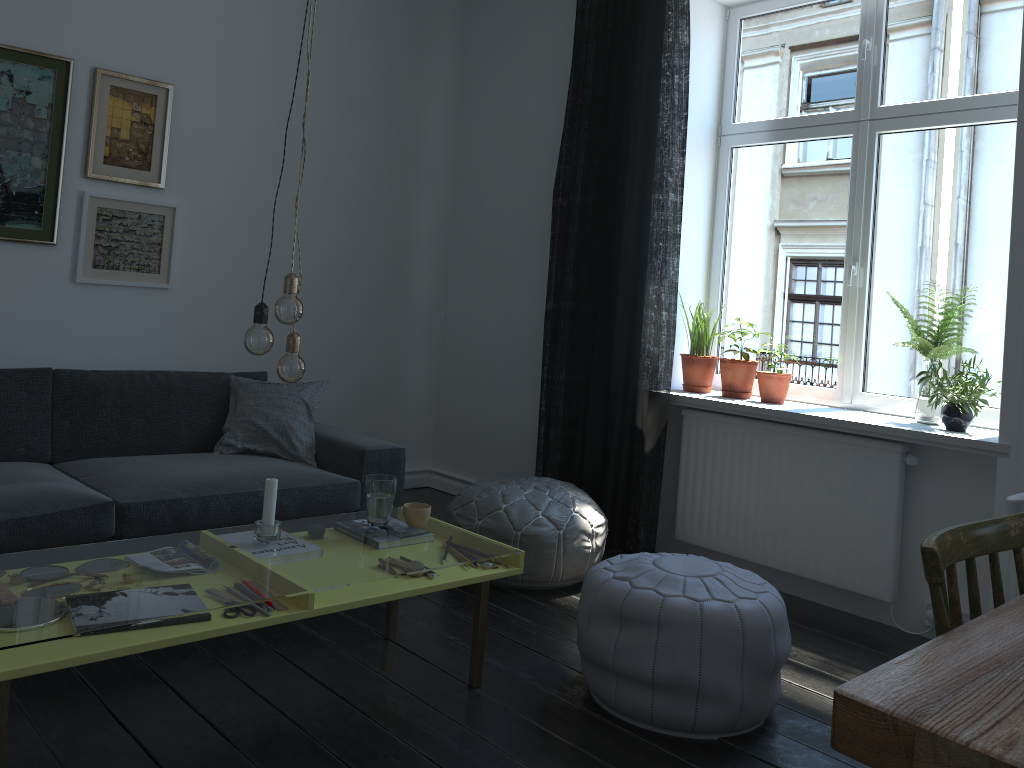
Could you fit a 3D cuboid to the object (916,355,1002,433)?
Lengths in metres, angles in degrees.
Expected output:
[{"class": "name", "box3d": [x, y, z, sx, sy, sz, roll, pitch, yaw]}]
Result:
[{"class": "object", "box3d": [1.686, 0.032, 3.311, 0.284, 0.295, 0.286, 3, 2, -39]}]

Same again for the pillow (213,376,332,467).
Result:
[{"class": "pillow", "box3d": [-1.658, 0.081, 3.423, 2.047, 0.493, 0.480, 1, 3, -39]}]

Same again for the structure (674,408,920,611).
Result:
[{"class": "structure", "box3d": [1.135, 0.485, 3.664, 0.073, 0.629, 1.070, 6, 1, -43]}]

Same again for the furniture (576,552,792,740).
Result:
[{"class": "furniture", "box3d": [0.501, 0.740, 2.597, 0.618, 0.420, 0.607, 7, 4, 41]}]

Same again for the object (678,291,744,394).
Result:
[{"class": "object", "box3d": [0.935, -0.210, 4.268, 0.301, 0.500, 0.332, 4, 0, 30]}]

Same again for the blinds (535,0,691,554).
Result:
[{"class": "blinds", "box3d": [0.460, -0.730, 4.231, 0.111, 2.983, 0.807, 6, -2, -45]}]

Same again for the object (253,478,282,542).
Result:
[{"class": "object", "box3d": [-0.683, 0.350, 2.481, 0.074, 0.174, 0.074, 5, -1, -8]}]

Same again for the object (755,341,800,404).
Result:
[{"class": "object", "box3d": [1.188, -0.052, 3.948, 0.195, 0.278, 0.176, 4, 0, 14]}]

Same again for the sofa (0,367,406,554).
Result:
[{"class": "sofa", "box3d": [-1.651, 0.330, 3.292, 2.364, 0.724, 1.090, 0, 5, -43]}]

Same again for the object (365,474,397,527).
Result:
[{"class": "object", "box3d": [-0.411, 0.362, 2.733, 0.097, 0.146, 0.097, 4, 0, 7]}]

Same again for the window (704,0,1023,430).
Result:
[{"class": "window", "box3d": [1.570, -0.881, 3.969, 0.106, 1.992, 1.576, 6, -1, -43]}]

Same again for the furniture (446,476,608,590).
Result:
[{"class": "furniture", "box3d": [0.058, 0.601, 3.734, 0.676, 0.383, 0.683, 1, 4, -43]}]

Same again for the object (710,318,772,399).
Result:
[{"class": "object", "box3d": [1.068, -0.122, 4.110, 0.233, 0.371, 0.259, 4, 0, -31]}]

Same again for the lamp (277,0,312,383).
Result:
[{"class": "lamp", "box3d": [-0.526, -0.750, 2.344, 0.074, 1.502, 0.089, 5, -2, -19]}]

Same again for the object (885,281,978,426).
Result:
[{"class": "object", "box3d": [1.674, -0.121, 3.504, 0.328, 0.567, 0.392, 4, 0, 10]}]

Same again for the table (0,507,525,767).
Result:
[{"class": "table", "box3d": [-0.691, 0.652, 2.289, 1.396, 0.400, 0.603, 0, 5, -43]}]

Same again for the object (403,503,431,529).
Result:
[{"class": "object", "box3d": [-0.297, 0.412, 2.735, 0.086, 0.067, 0.087, 4, 2, -15]}]

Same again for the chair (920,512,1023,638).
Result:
[{"class": "chair", "box3d": [0.807, 0.649, 1.181, 0.465, 0.829, 0.487, 5, 0, -45]}]

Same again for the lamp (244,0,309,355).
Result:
[{"class": "lamp", "box3d": [-0.585, -0.821, 2.268, 0.086, 1.502, 0.074, 4, -2, 8]}]

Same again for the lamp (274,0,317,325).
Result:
[{"class": "lamp", "box3d": [-0.524, -0.902, 2.307, 0.074, 1.502, 0.074, 4, -2, 4]}]

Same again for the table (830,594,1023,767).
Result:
[{"class": "table", "box3d": [1.471, 0.743, 1.321, 2.219, 0.717, 1.023, 0, 5, -43]}]

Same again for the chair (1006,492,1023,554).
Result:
[{"class": "chair", "box3d": [1.132, 0.636, 1.536, 0.464, 0.845, 0.512, 5, 0, -43]}]
